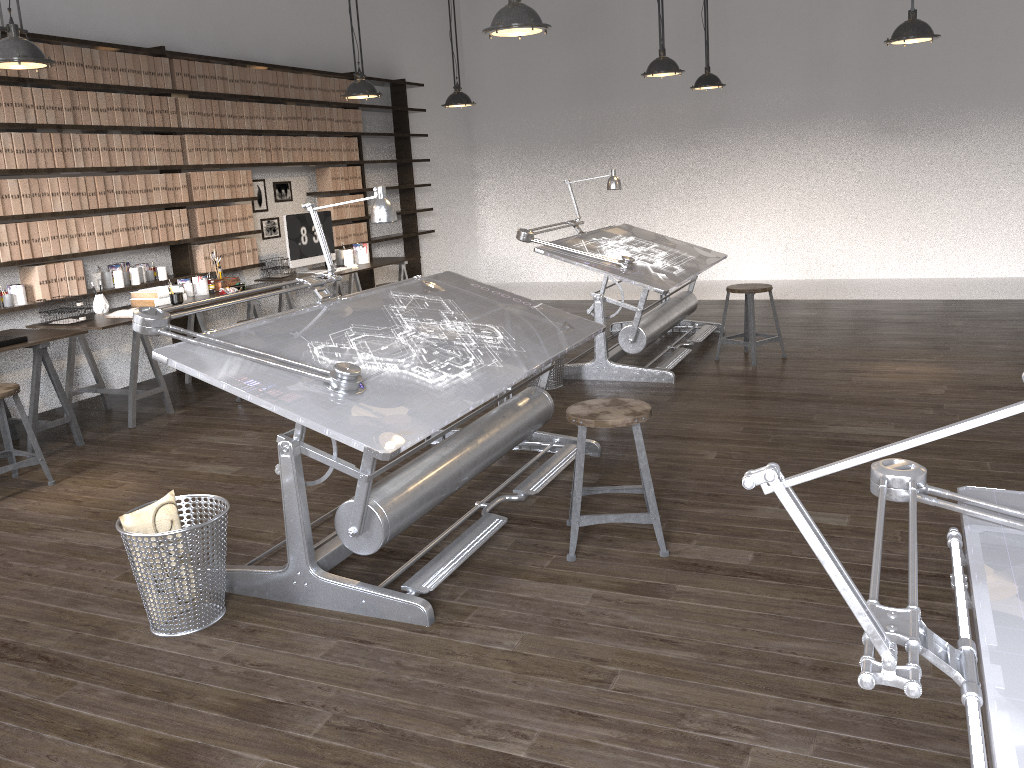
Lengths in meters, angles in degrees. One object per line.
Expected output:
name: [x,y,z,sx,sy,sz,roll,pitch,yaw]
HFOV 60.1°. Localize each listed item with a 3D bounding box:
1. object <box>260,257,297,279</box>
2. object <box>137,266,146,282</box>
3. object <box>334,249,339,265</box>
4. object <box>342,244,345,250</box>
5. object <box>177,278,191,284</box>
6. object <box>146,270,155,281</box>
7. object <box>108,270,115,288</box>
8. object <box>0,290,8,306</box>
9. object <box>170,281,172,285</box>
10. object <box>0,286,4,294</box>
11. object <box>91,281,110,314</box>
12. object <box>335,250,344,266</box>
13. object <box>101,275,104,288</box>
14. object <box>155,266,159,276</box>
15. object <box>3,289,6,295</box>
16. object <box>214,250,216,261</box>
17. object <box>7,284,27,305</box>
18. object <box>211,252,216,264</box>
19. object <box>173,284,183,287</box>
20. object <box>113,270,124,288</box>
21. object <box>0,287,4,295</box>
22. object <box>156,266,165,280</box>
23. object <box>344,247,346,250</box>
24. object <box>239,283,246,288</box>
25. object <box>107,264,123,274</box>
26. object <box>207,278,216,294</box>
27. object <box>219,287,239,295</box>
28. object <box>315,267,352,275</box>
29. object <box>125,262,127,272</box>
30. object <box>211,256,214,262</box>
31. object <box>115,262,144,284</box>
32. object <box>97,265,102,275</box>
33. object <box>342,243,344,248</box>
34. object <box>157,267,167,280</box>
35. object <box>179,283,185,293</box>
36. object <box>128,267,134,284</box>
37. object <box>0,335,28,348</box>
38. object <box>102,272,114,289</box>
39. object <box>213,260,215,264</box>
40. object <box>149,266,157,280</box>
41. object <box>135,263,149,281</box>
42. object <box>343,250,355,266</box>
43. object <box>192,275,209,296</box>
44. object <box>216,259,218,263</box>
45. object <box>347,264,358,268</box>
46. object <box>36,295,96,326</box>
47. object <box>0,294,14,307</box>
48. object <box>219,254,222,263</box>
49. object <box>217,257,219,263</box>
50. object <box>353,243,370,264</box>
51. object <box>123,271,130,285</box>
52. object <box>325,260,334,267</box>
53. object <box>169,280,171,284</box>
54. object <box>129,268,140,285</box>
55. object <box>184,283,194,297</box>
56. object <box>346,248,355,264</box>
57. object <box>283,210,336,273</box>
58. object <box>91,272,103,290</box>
object: [-1.975,-0.981,7.483,0.203,0.159,0.287,0,13,16]
object: [-2.683,-0.790,6.398,0.062,0.118,0.062,-5,11,-7]
object: [-1.661,-1.187,8.313,0.095,0.143,0.095,6,15,41]
object: [-1.561,-1.232,8.339,0.055,0.178,0.007,-3,11,6]
object: [-2.429,-0.719,6.579,0.094,0.127,0.096,1,12,20]
object: [-2.646,-0.791,6.479,0.054,0.080,0.054,-1,12,15]
object: [-2.780,-0.727,6.159,0.044,0.126,0.045,1,12,24]
object: [-3.127,-0.527,5.461,0.044,0.100,0.045,2,12,27]
object: [-2.487,-0.704,6.499,0.005,0.116,0.036,2,12,29]
object: [-3.099,-0.539,5.400,0.008,0.124,0.042,-1,11,13]
object: [-2.735,-0.573,5.876,0.102,0.207,0.102,-8,12,-20]
object: [-1.590,-1.174,8.240,0.096,0.142,0.097,6,15,41]
object: [-2.841,-0.712,6.168,0.054,0.100,0.055,1,12,23]
object: [-2.634,-0.831,6.598,0.062,0.095,0.062,-11,14,-33]
object: [-3.079,-0.527,5.397,0.004,0.102,0.035,0,12,20]
object: [-2.252,-0.911,6.741,0.007,0.226,0.020,-11,13,-33]
object: [-3.072,-0.553,5.499,0.094,0.127,0.095,3,14,31]
object: [-2.245,-0.898,6.720,0.007,0.212,0.055,3,12,31]
object: [-2.430,-0.677,6.456,0.063,0.092,0.063,-9,13,-24]
object: [-2.723,-0.725,6.134,0.062,0.118,0.062,-7,12,-15]
object: [-3.096,-0.530,5.396,0.004,0.126,0.028,1,12,22]
object: [-2.592,-0.820,6.542,0.063,0.094,0.063,-11,14,-33]
object: [-1.559,-1.227,8.372,0.053,0.156,0.007,-2,11,8]
object: [-2.082,-0.760,6.835,0.049,0.037,0.049,3,14,27]
object: [-2.785,-0.759,6.224,0.094,0.160,0.096,0,12,20]
object: [-2.249,-0.733,6.623,0.049,0.111,0.050,2,12,28]
object: [-2.103,-0.702,6.583,0.132,0.050,0.199,-5,13,-4]
object: [-1.545,-0.979,7.675,0.118,0.017,0.443,1,14,19]
object: [-2.732,-0.784,6.279,0.004,0.167,0.030,-14,14,-42]
object: [-2.254,-0.889,6.734,0.053,0.180,0.006,-8,12,-22]
object: [-2.743,-0.790,6.344,0.205,0.160,0.095,2,13,26]
object: [-2.846,-0.744,6.143,0.009,0.167,0.041,2,12,27]
object: [-1.573,-1.232,8.348,0.045,0.202,0.007,-3,11,5]
object: [-2.560,-0.808,6.484,0.062,0.095,0.062,-11,14,-33]
object: [-2.425,-0.691,6.512,0.044,0.100,0.045,1,12,24]
object: [-2.724,-0.777,6.353,0.045,0.126,0.044,6,15,41]
object: [-2.885,-0.202,4.731,0.312,0.033,0.450,2,15,24]
object: [-2.785,-0.713,6.102,0.063,0.117,0.063,-9,12,-24]
object: [-2.252,-0.872,6.739,0.005,0.150,0.045,-3,11,7]
object: [-2.650,-0.816,6.539,0.045,0.101,0.044,-1,11,16]
object: [-2.719,-0.821,6.523,0.095,0.128,0.095,-1,12,12]
object: [-1.506,-1.164,8.172,0.095,0.143,0.095,-13,15,-38]
object: [-2.312,-0.732,6.577,0.104,0.140,0.106,3,14,31]
object: [-2.233,-0.875,6.729,0.008,0.152,0.038,-7,11,-16]
object: [-1.433,-1.062,7.957,0.106,0.028,0.059,1,14,21]
object: [-2.770,-0.456,5.498,0.284,0.159,0.205,2,14,24]
object: [-3.135,-0.521,5.454,0.181,0.092,0.062,6,15,38]
object: [-2.235,-0.891,6.737,0.072,0.184,0.008,-8,12,-23]
object: [-2.228,-0.887,6.734,0.022,0.178,0.005,6,15,43]
object: [-1.412,-1.223,8.309,0.145,0.194,0.145,-4,12,-3]
object: [-2.748,-0.749,6.299,0.054,0.100,0.054,6,15,40]
object: [-1.684,-1.146,8.157,0.092,0.141,0.097,-3,12,4]
object: [-2.495,-0.702,6.494,0.004,0.132,0.030,2,12,28]
object: [-2.668,-0.759,6.264,0.062,0.118,0.062,-5,11,-7]
object: [-2.368,-0.688,6.487,0.062,0.093,0.062,-7,12,-15]
object: [-1.506,-1.187,8.266,0.068,0.153,0.068,-4,11,1]
object: [-1.786,-1.236,7.747,0.204,0.513,0.649,1,13,24]
object: [-2.848,-0.704,6.080,0.062,0.118,0.062,-9,12,-24]
